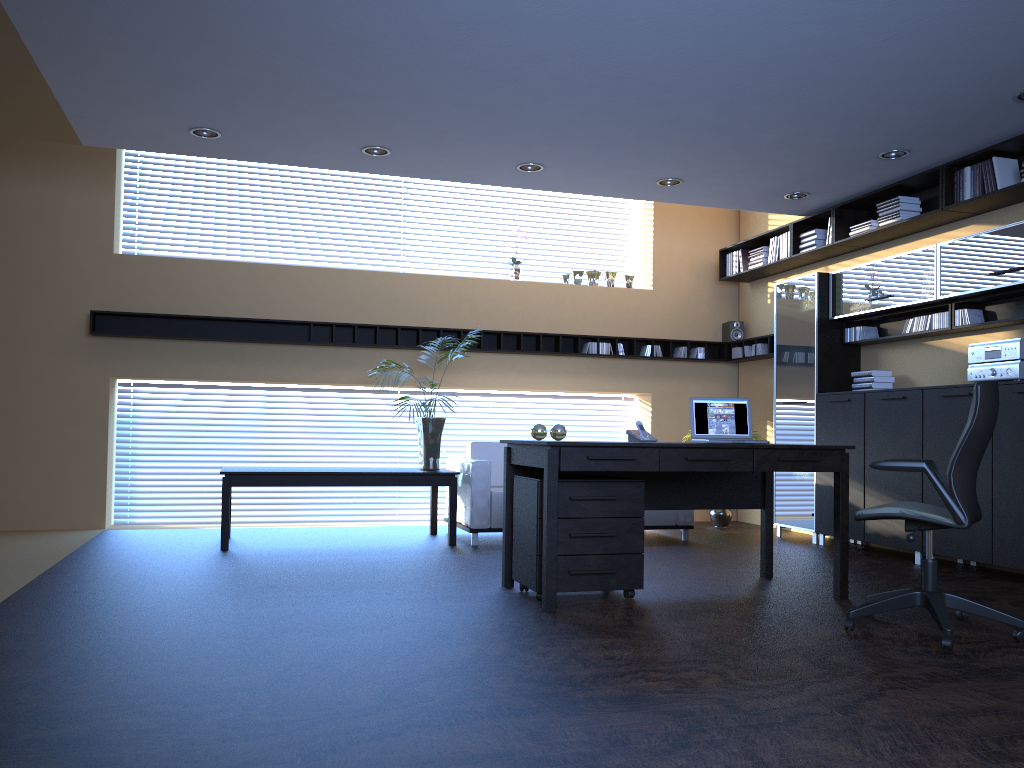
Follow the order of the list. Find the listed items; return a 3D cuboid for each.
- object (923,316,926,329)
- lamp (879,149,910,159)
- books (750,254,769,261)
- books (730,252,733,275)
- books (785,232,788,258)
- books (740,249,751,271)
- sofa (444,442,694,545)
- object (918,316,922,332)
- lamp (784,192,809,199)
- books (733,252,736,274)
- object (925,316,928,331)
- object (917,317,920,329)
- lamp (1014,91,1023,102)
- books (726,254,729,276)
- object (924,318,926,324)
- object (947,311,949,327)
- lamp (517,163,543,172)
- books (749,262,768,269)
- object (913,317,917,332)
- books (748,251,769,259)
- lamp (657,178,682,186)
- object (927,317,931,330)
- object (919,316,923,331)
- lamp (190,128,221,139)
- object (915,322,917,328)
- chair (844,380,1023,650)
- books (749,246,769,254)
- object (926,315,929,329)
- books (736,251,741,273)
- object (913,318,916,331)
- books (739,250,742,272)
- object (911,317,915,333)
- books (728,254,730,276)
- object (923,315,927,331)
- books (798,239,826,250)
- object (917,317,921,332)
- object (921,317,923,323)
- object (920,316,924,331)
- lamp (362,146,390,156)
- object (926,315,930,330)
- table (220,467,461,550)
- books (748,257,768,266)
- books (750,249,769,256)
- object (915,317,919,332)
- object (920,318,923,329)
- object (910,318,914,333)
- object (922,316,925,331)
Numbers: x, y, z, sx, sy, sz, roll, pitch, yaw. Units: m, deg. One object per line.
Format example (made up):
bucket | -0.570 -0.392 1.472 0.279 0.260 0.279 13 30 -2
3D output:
object | 3.293 -0.472 6.967 0.142 0.118 0.040 2 -2 -17
lamp | 2.801 -1.728 6.499 0.208 0.096 0.209 2 -3 -23
books | 2.609 -1.290 9.111 0.207 0.028 0.258 2 -3 -17
books | 2.452 -1.280 9.563 0.207 0.258 0.050 2 -2 -17
books | 2.744 -1.330 8.591 0.207 0.258 0.050 2 -2 -16
books | 2.515 -1.290 9.374 0.207 0.259 0.075 2 -2 -17
sofa | 0.498 0.965 8.083 2.057 0.848 1.015 2 -3 -17
object | 3.283 -0.470 7.006 0.142 0.118 0.040 2 -2 -16
lamp | 2.456 -1.668 7.654 0.208 0.096 0.209 1 -3 1
books | 2.474 -1.282 9.516 0.207 0.258 0.050 2 -2 -16
object | 3.303 -0.474 6.938 0.142 0.118 0.040 2 -2 -17
object | 3.276 -0.469 7.024 0.140 0.116 0.036 2 -2 -17
lamp | 3.146 -1.787 5.344 0.208 0.096 0.209 2 -3 -23
books | 2.429 -1.275 9.665 0.207 0.258 0.050 2 -2 -17
object | 3.300 -0.473 6.958 0.142 0.118 0.040 2 -2 -17
object | 3.361 -0.486 6.717 0.142 0.120 0.009 2 -2 -17
lamp | 0.144 -1.744 6.965 0.209 0.096 0.208 -2 -4 43
books | 2.591 -1.199 9.107 0.207 0.050 0.258 2 -3 -16
object | 3.264 -0.468 7.052 0.140 0.116 0.036 2 -2 -17
books | 2.587 -1.319 9.116 0.207 0.028 0.258 2 -3 -16
lamp | 1.300 -1.706 7.310 0.208 0.096 0.209 3 -4 -35
object | 3.309 -0.476 6.908 0.142 0.118 0.040 2 -2 -17
object | 3.279 -0.471 6.994 0.140 0.116 0.036 2 -2 -17
lamp | -2.169 -1.819 6.276 0.209 0.096 0.208 2 -3 -17
object | 3.270 -0.468 7.043 0.140 0.116 0.036 2 -2 -16
chair | 2.073 0.596 4.326 0.768 1.214 0.833 0 -3 30
books | 2.599 -1.374 9.131 0.207 0.028 0.258 2 -3 -17
object | 3.304 -0.474 6.928 0.142 0.118 0.040 2 -2 -17
books | 2.490 -1.285 9.466 0.207 0.258 0.050 2 -2 -17
object | 3.264 -0.467 7.063 0.140 0.116 0.036 2 -2 -17
books | 2.511 -1.288 9.406 0.207 0.259 0.075 2 -2 -17
object | 3.258 -0.467 7.072 0.142 0.118 0.040 2 -2 -17
books | 2.447 -1.277 9.616 0.207 0.258 0.050 2 -2 -17
object | 3.296 -0.474 6.946 0.142 0.118 0.040 2 -2 -17
books | 2.838 -1.293 8.278 0.207 0.050 0.258 2 -3 -17
object | 3.278 -0.470 7.015 0.142 0.118 0.040 2 -2 -17
object | 3.287 -0.471 6.986 0.142 0.118 0.040 2 -2 -17
object | 3.284 -0.472 6.975 0.142 0.118 0.040 2 -2 -17
lamp | -1.013 -1.781 6.620 0.209 0.096 0.208 -2 -4 43
object | 3.304 -0.475 6.917 0.140 0.116 0.036 2 -2 -17
table | -1.466 1.025 7.489 1.895 0.602 0.898 2 -3 -17
books | 2.594 -1.249 9.120 0.207 0.050 0.258 2 -3 -17
books | 2.606 -1.347 9.110 0.207 0.028 0.258 2 -3 -17
object | 3.268 -0.469 7.033 0.142 0.118 0.040 2 -2 -17
object | 3.285 -0.471 6.985 0.140 0.116 0.036 2 -2 -17
object | 3.255 -0.467 7.082 0.142 0.118 0.040 2 -2 -17
object | 3.289 -0.473 6.965 0.140 0.116 0.036 2 -2 -17
